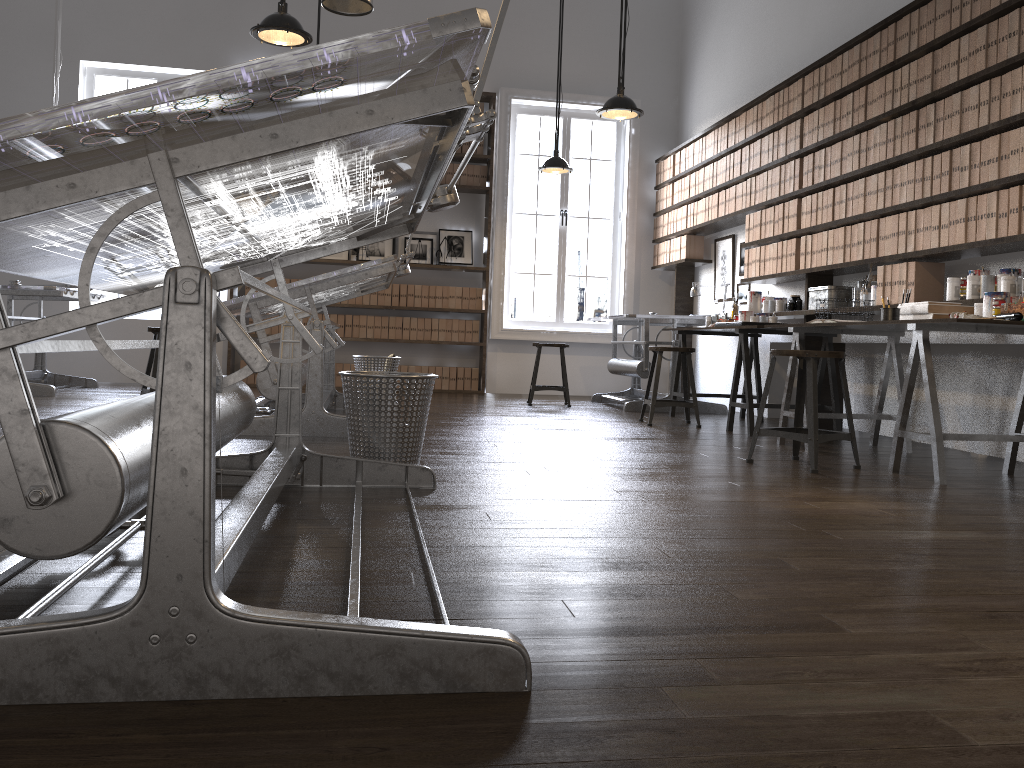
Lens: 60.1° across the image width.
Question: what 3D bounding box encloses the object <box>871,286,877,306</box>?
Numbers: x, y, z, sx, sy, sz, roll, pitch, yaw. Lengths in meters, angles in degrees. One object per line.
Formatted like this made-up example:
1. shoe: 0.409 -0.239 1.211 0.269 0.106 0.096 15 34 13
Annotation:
1. object: 2.146 -0.508 5.168 0.094 0.128 0.095 2 1 -3

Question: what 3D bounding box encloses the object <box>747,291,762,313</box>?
1. object: 1.848 -0.617 6.752 0.107 0.177 0.107 2 0 -8

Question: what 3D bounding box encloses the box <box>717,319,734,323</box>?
1. box: 1.633 -0.444 6.604 0.137 0.083 0.212 2 2 -10

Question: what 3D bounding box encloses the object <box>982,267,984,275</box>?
1. object: 2.300 -0.488 4.311 0.029 0.169 0.004 2 0 13

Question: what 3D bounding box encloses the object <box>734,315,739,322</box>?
1. object: 1.635 -0.445 6.437 0.049 0.112 0.049 2 0 -13

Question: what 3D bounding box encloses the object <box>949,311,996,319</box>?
1. object: 1.931 -0.284 3.735 0.132 0.050 0.197 0 3 -39

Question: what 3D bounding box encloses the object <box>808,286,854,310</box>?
1. object: 2.075 -0.554 5.774 0.193 0.152 0.317 2 2 -10

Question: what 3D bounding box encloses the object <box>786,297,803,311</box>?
1. object: 1.965 -0.556 6.200 0.091 0.109 0.171 2 2 -10

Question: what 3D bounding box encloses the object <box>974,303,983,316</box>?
1. object: 2.100 -0.314 3.960 0.062 0.094 0.062 3 1 40

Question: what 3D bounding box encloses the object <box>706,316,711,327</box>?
1. object: 1.522 -0.466 6.805 0.068 0.104 0.068 2 0 -5

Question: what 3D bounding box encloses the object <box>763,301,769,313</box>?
1. object: 1.883 -0.566 6.542 0.062 0.094 0.062 2 0 -24

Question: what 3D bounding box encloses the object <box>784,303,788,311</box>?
1. object: 1.993 -0.549 6.487 0.054 0.080 0.054 2 0 18

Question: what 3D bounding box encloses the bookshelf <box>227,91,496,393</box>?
1. bookshelf: -1.481 -1.088 8.807 2.472 3.725 0.412 2 0 -9

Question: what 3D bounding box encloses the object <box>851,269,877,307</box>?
1. object: 2.149 -0.594 5.405 0.156 0.272 0.181 2 0 -25

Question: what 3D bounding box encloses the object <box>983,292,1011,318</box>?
1. object: 2.105 -0.327 3.849 0.104 0.142 0.105 2 1 -2

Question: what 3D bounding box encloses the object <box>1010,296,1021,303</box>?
1. object: 2.203 -0.321 3.914 0.094 0.128 0.095 2 1 -13

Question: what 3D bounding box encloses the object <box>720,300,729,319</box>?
1. object: 1.619 -0.525 6.751 0.068 0.237 0.069 2 0 -12

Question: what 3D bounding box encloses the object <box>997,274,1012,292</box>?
1. object: 2.325 -0.456 4.186 0.062 0.119 0.062 2 0 -41

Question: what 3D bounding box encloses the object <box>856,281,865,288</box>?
1. object: 2.200 -0.551 5.558 0.079 0.188 0.079 2 0 -30

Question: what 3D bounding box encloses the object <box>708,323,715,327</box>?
1. object: 1.484 -0.420 6.430 0.132 0.050 0.197 3 2 20

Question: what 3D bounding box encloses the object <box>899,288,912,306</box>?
1. object: 2.069 -0.399 4.676 0.101 0.209 0.101 2 0 36

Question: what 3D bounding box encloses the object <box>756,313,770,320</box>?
1. object: 1.799 -0.443 6.348 0.094 0.128 0.095 2 1 -6

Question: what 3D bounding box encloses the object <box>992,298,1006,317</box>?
1. object: 2.077 -0.312 3.777 0.049 0.112 0.049 2 0 -6

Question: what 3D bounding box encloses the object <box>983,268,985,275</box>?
1. object: 2.307 -0.488 4.304 0.036 0.149 0.005 2 0 14

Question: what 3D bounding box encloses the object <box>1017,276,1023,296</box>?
1. object: 2.328 -0.438 4.015 0.062 0.095 0.063 2 0 22

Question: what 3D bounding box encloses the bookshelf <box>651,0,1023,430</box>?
1. bookshelf: 2.342 -0.499 4.555 0.373 3.206 9.187 2 2 -10

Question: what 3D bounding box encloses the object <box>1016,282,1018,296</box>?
1. object: 2.337 -0.431 4.100 0.054 0.081 0.054 2 0 -19

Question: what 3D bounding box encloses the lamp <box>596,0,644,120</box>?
1. lamp: 0.744 -2.878 5.772 0.312 2.253 0.311 2 0 -30

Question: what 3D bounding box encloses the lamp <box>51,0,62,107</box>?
1. lamp: -3.591 -3.097 7.026 0.312 2.253 0.311 2 0 -30

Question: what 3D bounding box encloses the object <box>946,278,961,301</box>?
1. object: 2.210 -0.472 4.434 0.062 0.119 0.062 2 0 40

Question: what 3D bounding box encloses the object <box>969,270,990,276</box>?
1. object: 2.313 -0.482 4.388 0.094 0.162 0.095 2 0 -13

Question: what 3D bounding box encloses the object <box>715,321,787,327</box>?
1. object: 1.547 -0.379 5.749 0.312 0.033 0.446 2 3 -9

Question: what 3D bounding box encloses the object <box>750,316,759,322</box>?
1. object: 1.716 -0.430 6.271 0.062 0.094 0.062 2 0 31

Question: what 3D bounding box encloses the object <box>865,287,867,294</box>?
1. object: 2.108 -0.518 5.268 0.004 0.127 0.028 2 0 -11

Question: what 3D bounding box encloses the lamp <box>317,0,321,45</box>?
1. lamp: -1.605 -3.037 7.360 0.312 2.253 0.311 2 0 -30

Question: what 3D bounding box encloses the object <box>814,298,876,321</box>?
1. object: 1.885 -0.398 5.021 0.284 0.161 0.204 2 1 -9

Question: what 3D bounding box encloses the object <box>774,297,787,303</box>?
1. object: 1.991 -0.576 6.574 0.094 0.128 0.095 2 1 21

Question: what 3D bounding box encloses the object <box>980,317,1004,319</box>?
1. object: 1.940 -0.267 3.625 0.011 0.017 0.172 2 2 -41

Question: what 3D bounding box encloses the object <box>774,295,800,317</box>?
1. object: 1.977 -0.554 6.313 0.236 0.161 0.107 1 1 -44

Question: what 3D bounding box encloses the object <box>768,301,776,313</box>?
1. object: 1.909 -0.562 6.476 0.063 0.093 0.062 2 1 -24

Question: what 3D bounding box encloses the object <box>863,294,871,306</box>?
1. object: 2.171 -0.494 5.245 0.181 0.093 0.062 2 0 4

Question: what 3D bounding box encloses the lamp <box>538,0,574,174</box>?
1. lamp: 0.420 -2.975 7.692 0.312 2.253 0.311 2 0 -30

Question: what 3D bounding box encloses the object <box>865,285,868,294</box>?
1. object: 2.114 -0.525 5.265 0.008 0.125 0.041 2 0 -21

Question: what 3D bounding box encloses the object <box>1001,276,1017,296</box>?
1. object: 2.269 -0.442 4.046 0.062 0.096 0.062 2 0 22

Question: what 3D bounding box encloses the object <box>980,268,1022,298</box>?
1. object: 2.345 -0.475 4.263 0.205 0.162 0.094 2 0 -8

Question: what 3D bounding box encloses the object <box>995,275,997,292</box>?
1. object: 2.333 -0.459 4.248 0.045 0.128 0.044 2 0 8

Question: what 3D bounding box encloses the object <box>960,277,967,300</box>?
1. object: 2.271 -0.470 4.444 0.044 0.128 0.045 2 0 -9

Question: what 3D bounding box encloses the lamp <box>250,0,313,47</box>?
1. lamp: -1.135 -2.894 4.535 0.313 2.253 0.310 2 0 11

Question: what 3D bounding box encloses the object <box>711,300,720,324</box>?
1. object: 1.549 -0.524 6.739 0.068 0.230 0.069 2 0 -12

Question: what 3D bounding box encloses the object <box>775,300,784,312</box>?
1. object: 1.941 -0.558 6.418 0.062 0.094 0.062 2 0 -24

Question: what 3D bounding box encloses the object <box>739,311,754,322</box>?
1. object: 1.685 -0.455 6.378 0.104 0.142 0.105 2 1 -17

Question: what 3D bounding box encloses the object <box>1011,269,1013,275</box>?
1. object: 2.317 -0.462 4.091 0.029 0.135 0.004 2 0 -14

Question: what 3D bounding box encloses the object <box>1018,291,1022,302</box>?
1. object: 2.139 -0.330 3.745 0.005 0.130 0.040 2 0 -11

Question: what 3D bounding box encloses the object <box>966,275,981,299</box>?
1. object: 2.237 -0.464 4.292 0.062 0.119 0.062 2 0 -41

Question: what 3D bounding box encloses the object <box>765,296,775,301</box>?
1. object: 1.937 -0.592 6.662 0.070 0.130 0.070 2 0 29

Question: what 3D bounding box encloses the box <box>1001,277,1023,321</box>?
1. box: 2.132 -0.355 3.619 0.137 0.207 0.212 2 1 -9
